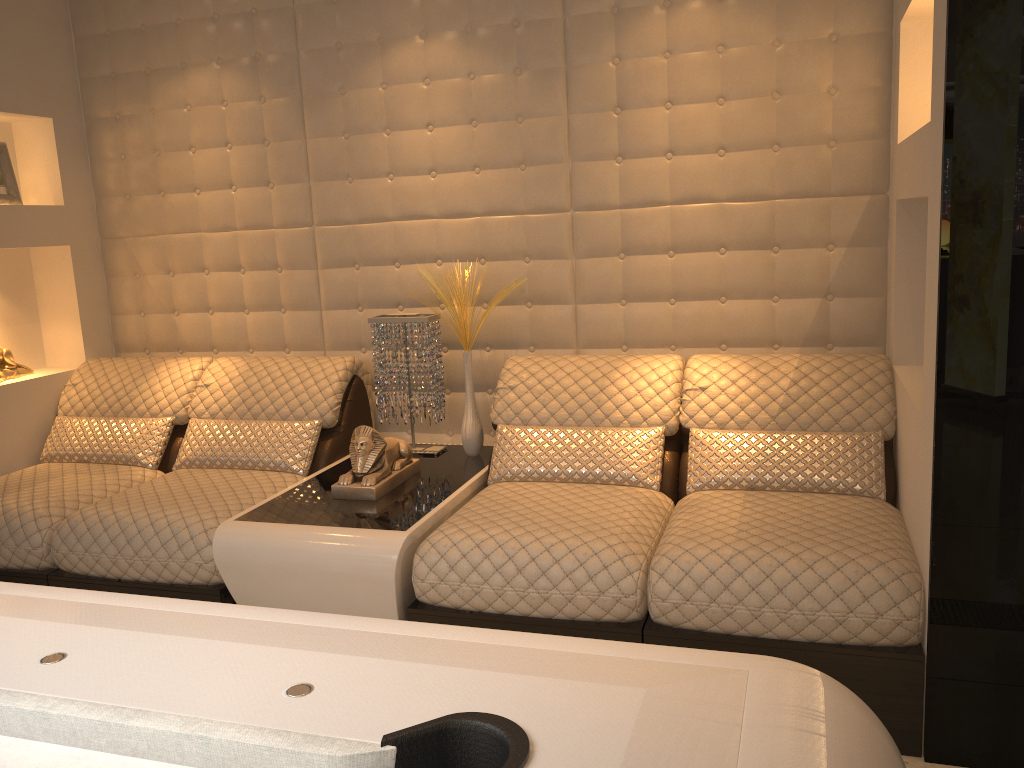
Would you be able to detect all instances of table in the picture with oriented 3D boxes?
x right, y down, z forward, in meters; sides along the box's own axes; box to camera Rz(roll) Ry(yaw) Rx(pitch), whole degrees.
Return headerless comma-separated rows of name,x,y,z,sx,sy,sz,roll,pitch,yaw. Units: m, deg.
table,-0.408,0.546,3.042,0.608,0.457,1.143,0,11,18

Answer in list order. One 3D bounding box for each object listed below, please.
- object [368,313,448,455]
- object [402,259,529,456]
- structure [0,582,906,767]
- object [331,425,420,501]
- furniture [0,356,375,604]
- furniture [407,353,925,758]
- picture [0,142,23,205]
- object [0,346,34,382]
object,-0.386,-0.002,3.318,0.247,0.522,0.124,0,11,18
object,-0.134,-0.082,3.164,0.390,0.718,0.388,-1,10,10
structure,-1.191,0.818,0.689,2.912,0.812,1.659,0,11,18
object,-0.450,0.227,2.929,0.155,0.217,0.344,0,11,18
furniture,-1.321,0.364,3.313,1.312,0.810,1.107,0,11,18
furniture,0.491,0.374,2.717,1.312,0.810,1.107,0,11,18
picture,-2.043,-0.820,3.469,0.094,0.262,0.211,0,11,18
object,-2.081,-0.096,3.522,0.124,0.202,0.409,1,11,22
